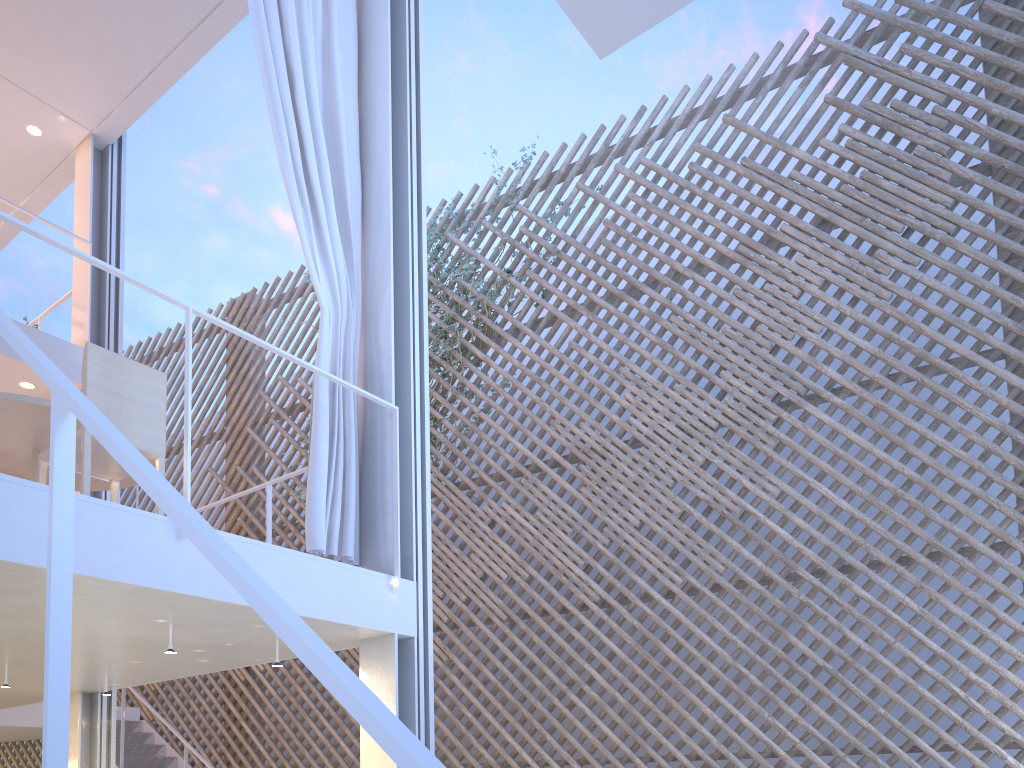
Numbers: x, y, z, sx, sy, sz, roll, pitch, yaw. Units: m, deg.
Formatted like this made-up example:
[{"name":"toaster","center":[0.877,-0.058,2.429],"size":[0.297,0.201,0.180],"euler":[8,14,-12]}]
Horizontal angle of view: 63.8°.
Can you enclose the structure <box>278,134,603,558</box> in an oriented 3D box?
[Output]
[{"name":"structure","center":[-0.530,0.185,4.762],"size":[2.432,2.507,0.768],"euler":[-10,-10,29]}]

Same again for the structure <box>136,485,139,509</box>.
[{"name":"structure","center":[-3.005,0.565,5.398],"size":[0.028,0.508,1.214],"euler":[-5,-21,35]}]

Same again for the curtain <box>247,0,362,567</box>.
[{"name":"curtain","center":[-0.618,-0.665,2.330],"size":[0.100,2.225,0.530],"euler":[-5,-7,32]}]

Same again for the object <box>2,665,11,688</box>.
[{"name":"object","center":[-1.687,0.975,2.746],"size":[0.030,0.073,0.030],"euler":[6,-11,-42]}]

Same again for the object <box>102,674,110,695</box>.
[{"name":"object","center":[-1.485,1.101,3.013],"size":[0.030,0.073,0.030],"euler":[6,-11,-42]}]

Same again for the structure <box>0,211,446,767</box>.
[{"name":"structure","center":[-0.163,0.419,1.343],"size":[1.505,1.634,1.435],"euler":[-12,-18,35]}]

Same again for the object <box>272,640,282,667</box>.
[{"name":"object","center":[-1.896,1.094,2.227],"size":[1.921,0.741,1.786],"euler":[-17,-27,31]}]

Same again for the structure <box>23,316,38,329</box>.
[{"name":"structure","center":[-4.976,1.899,7.298],"size":[3.438,4.158,1.148],"euler":[-11,-11,35]}]

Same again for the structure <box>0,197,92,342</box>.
[{"name":"structure","center":[-0.877,0.030,1.690],"size":[3.825,3.040,1.799],"euler":[-15,-17,36]}]

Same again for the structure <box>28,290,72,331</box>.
[{"name":"structure","center":[-2.592,0.007,4.280],"size":[1.783,0.513,0.028],"euler":[-20,-15,35]}]

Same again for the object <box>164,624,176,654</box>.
[{"name":"object","center":[-0.891,0.665,2.149],"size":[0.030,0.073,0.030],"euler":[6,-11,-42]}]

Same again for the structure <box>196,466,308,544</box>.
[{"name":"structure","center":[-1.082,0.696,3.058],"size":[1.781,0.513,0.028],"euler":[-20,-15,35]}]

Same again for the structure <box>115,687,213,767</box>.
[{"name":"structure","center":[-2.185,2.242,4.788],"size":[2.029,1.799,1.247],"euler":[-11,-15,30]}]
